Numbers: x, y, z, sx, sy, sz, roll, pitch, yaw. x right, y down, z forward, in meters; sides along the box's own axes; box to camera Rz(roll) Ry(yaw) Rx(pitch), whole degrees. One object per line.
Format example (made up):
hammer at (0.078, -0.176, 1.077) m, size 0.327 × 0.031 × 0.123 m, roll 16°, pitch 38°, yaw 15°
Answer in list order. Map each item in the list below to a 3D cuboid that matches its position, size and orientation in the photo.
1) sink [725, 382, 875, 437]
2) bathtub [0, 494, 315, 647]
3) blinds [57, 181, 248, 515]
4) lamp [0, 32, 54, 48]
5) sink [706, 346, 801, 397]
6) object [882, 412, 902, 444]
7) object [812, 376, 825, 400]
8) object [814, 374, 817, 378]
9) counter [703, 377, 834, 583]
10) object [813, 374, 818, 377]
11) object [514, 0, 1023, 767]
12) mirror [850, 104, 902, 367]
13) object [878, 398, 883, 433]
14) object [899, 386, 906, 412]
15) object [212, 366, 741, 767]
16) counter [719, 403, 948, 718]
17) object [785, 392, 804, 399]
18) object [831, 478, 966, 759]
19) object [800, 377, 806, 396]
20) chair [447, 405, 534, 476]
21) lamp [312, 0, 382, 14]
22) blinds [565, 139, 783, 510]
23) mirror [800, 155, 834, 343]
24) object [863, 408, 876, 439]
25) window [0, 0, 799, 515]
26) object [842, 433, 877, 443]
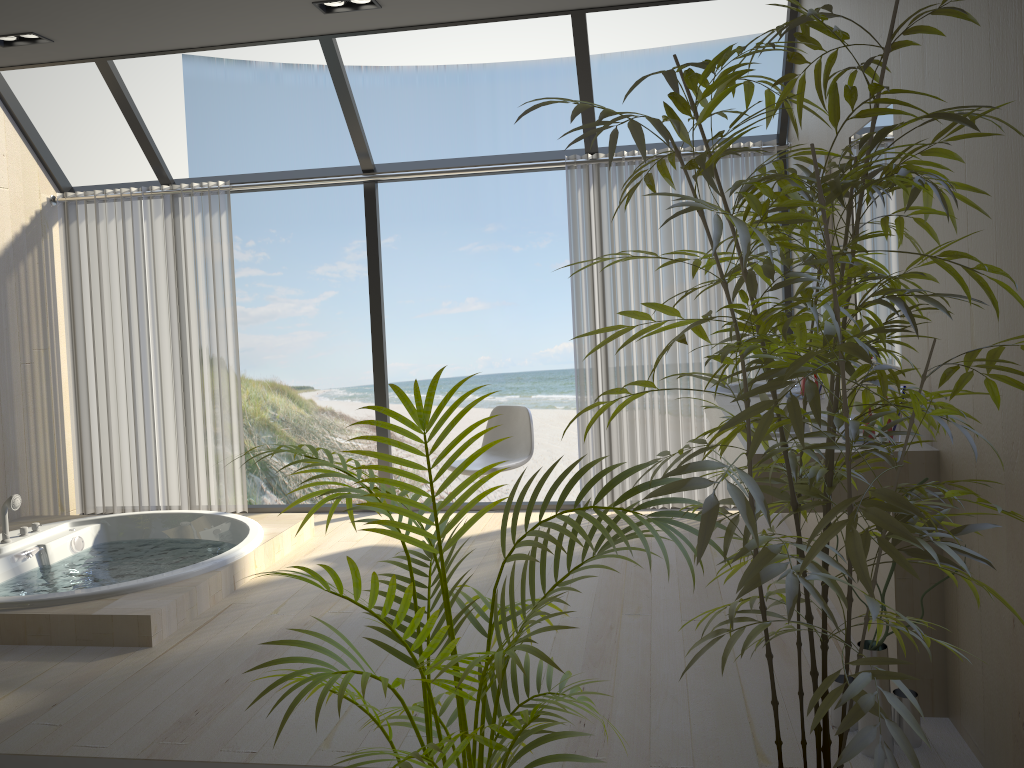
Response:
sink at (1.010, 0.127, 3.137) m, size 0.503 × 0.418 × 0.576 m, roll -2°, pitch 4°, yaw 13°
bathtub at (-2.150, 0.909, 4.354) m, size 1.820 × 0.697 × 1.653 m, roll -2°, pitch 5°, yaw 9°
blinds at (-2.267, -0.211, 5.612) m, size 1.182 × 2.067 × 0.084 m, roll -2°, pitch 2°, yaw 9°
lamp at (-2.581, -1.847, 4.616) m, size 0.301 × 0.112 × 0.164 m, roll -2°, pitch 4°, yaw 9°
sink at (1.201, 0.013, 4.328) m, size 0.503 × 0.418 × 0.576 m, roll -2°, pitch 4°, yaw 13°
object at (1.150, 0.133, 2.678) m, size 0.058 × 0.100 × 0.059 m, roll -2°, pitch 3°, yaw 20°
object at (1.341, 0.019, 3.868) m, size 0.058 × 0.100 × 0.058 m, roll -2°, pitch 3°, yaw 16°
object at (1.317, -0.020, 3.847) m, size 0.050 × 0.178 × 0.012 m, roll -4°, pitch 2°, yaw -42°
counter at (1.273, 0.421, 4.365) m, size 0.550 × 0.789 × 1.209 m, roll -2°, pitch 4°, yaw 9°
object at (1.388, -0.016, 4.044) m, size 0.039 × 0.134 × 0.039 m, roll -4°, pitch 2°, yaw -32°
object at (0.574, 0.210, 1.547) m, size 0.786 × 1.753 × 0.938 m, roll -1°, pitch 3°, yaw 34°
mirror at (1.315, -0.513, 3.187) m, size 0.023 × 0.867 × 0.655 m, roll -2°, pitch 3°, yaw 9°
object at (1.197, 0.098, 2.854) m, size 0.039 × 0.134 × 0.039 m, roll -4°, pitch 2°, yaw -39°
object at (1.161, 0.092, 2.668) m, size 0.054 × 0.175 × 0.012 m, roll -1°, pitch 2°, yaw 35°
object at (-0.157, 0.525, 1.634) m, size 0.916 × 1.155 × 0.753 m, roll 0°, pitch 4°, yaw 43°
counter at (1.082, 0.535, 3.175) m, size 0.550 × 0.789 × 1.209 m, roll -2°, pitch 4°, yaw 9°
object at (1.256, 0.052, 3.905) m, size 0.033 × 0.029 × 0.104 m, roll -6°, pitch 6°, yaw -40°
object at (1.080, 0.618, 2.429) m, size 0.407 × 0.747 × 0.274 m, roll -3°, pitch 2°, yaw -3°
object at (1.308, -0.005, 3.963) m, size 0.039 × 0.134 × 0.039 m, roll -4°, pitch 2°, yaw -32°
chair at (-0.108, 0.316, 4.928) m, size 0.369 × 0.347 × 0.456 m, roll 0°, pitch 5°, yaw 38°
lamp at (-0.808, -1.905, 4.329) m, size 0.301 × 0.112 × 0.164 m, roll -2°, pitch 4°, yaw 9°
blinds at (0.943, -0.316, 5.092) m, size 1.182 × 2.067 × 0.084 m, roll -2°, pitch 2°, yaw 9°
mirror at (1.452, -0.610, 4.214) m, size 0.023 × 0.867 × 0.655 m, roll -2°, pitch 3°, yaw 9°
object at (1.117, 0.109, 2.773) m, size 0.039 × 0.134 × 0.039 m, roll -4°, pitch 2°, yaw -39°
window at (-0.700, -0.586, 5.151) m, size 4.558 × 2.809 × 0.747 m, roll -2°, pitch 2°, yaw 9°
object at (1.065, 0.165, 2.715) m, size 0.033 × 0.029 × 0.104 m, roll -6°, pitch 6°, yaw -40°
